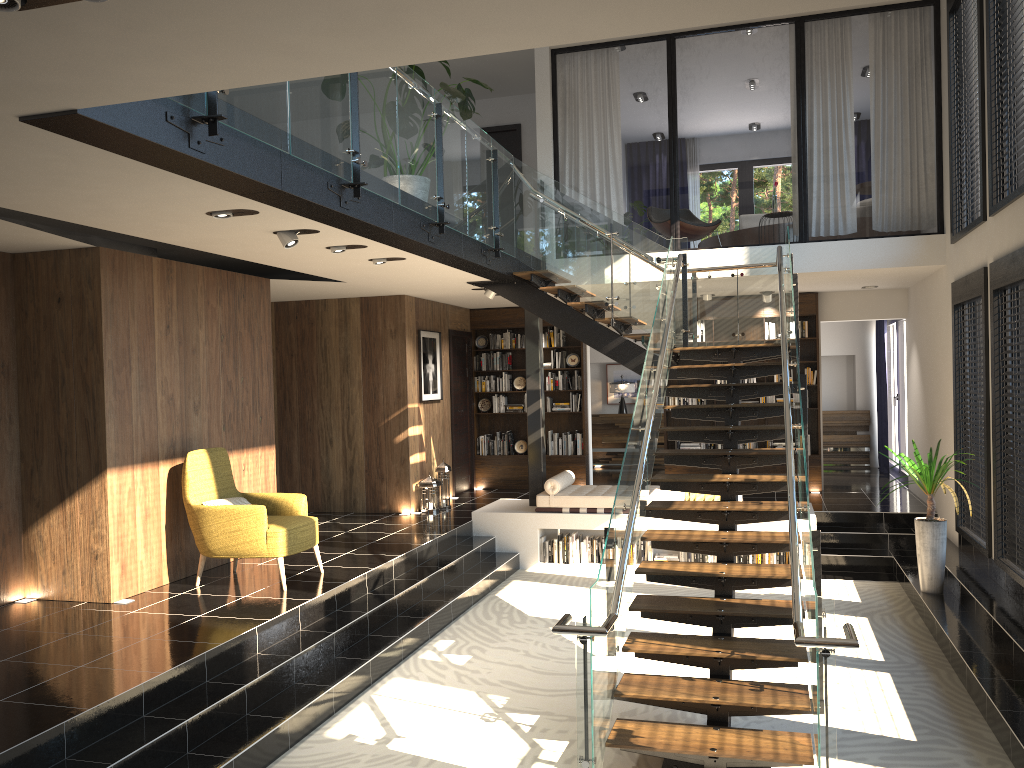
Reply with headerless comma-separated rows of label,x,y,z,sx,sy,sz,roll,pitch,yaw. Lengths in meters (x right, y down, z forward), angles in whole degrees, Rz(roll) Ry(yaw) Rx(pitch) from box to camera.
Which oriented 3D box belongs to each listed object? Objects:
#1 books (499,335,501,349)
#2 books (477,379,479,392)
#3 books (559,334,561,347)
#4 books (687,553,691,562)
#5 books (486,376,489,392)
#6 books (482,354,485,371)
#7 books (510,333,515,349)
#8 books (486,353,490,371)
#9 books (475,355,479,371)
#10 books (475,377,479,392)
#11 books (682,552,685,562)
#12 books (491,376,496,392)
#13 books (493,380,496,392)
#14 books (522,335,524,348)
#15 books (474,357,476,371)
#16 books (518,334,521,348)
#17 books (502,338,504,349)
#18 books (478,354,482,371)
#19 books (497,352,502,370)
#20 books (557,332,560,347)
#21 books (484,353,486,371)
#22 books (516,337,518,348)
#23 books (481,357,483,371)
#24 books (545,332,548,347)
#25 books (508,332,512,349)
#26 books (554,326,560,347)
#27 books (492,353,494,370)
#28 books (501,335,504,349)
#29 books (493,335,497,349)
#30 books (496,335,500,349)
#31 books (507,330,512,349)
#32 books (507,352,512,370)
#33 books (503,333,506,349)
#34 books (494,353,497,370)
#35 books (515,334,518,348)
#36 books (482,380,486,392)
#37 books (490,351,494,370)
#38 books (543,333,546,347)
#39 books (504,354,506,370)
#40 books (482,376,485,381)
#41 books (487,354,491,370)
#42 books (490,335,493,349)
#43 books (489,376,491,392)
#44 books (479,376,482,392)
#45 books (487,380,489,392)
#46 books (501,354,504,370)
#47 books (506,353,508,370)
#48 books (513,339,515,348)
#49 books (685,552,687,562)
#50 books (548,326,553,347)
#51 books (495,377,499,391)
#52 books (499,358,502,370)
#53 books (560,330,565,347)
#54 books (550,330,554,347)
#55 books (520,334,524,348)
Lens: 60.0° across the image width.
books,-0.153,-0.625,13.247,0.014,0.212,0.184,-1,1,16
books,-0.483,0.022,13.353,0.045,0.192,0.164,-1,1,16
books,0.729,-0.634,12.996,0.027,0.186,0.220,-1,1,16
books,1.956,1.838,9.765,0.043,0.316,0.209,-1,1,16
books,-0.358,-0.003,13.329,0.019,0.236,0.139,-1,1,16
books,-0.402,-0.327,13.297,0.035,0.255,0.183,-1,1,16
books,0.012,-0.641,13.192,0.020,0.235,0.206,-1,1,16
books,-0.351,-0.331,13.284,0.027,0.260,0.181,-1,1,16
books,-0.514,-0.312,13.337,0.023,0.231,0.143,-1,1,16
books,-0.518,0.006,13.369,0.030,0.224,0.165,-1,1,16
books,1.899,1.861,9.795,0.030,0.273,0.168,-1,1,16
books,-0.277,-0.006,13.270,0.026,0.237,0.164,-1,1,16
books,-0.248,0.028,13.276,0.026,0.167,0.173,-1,1,16
books,0.185,-0.629,13.117,0.023,0.202,0.201,-1,1,16
books,-0.531,-0.304,13.362,0.023,0.215,0.148,-1,1,16
books,0.129,-0.632,13.156,0.027,0.212,0.180,-1,1,16
books,-0.108,-0.598,13.223,0.035,0.156,0.186,-1,1,16
books,-0.467,-0.325,13.344,0.066,0.255,0.127,-1,1,16
books,-0.182,-0.341,13.232,0.033,0.273,0.189,-1,1,16
books,0.705,-0.649,13.030,0.037,0.218,0.144,-1,1,16
books,-0.376,-0.333,13.286,0.022,0.267,0.197,-1,1,16
books,0.098,-0.611,13.145,0.029,0.172,0.187,-1,1,16
books,-0.430,-0.301,13.307,0.025,0.204,0.192,-1,1,16
books,0.523,-0.647,13.071,0.042,0.223,0.163,-1,1,16
books,-0.010,-0.645,13.187,0.020,0.245,0.228,-1,1,16
books,0.661,-0.690,12.977,0.017,0.302,0.266,-1,1,16
books,-0.262,-0.335,13.247,0.019,0.264,0.175,-1,1,16
books,-0.130,-0.621,13.258,0.025,0.203,0.156,-1,1,16
books,-0.233,-0.628,13.256,0.026,0.222,0.202,-1,1,16
books,-0.190,-0.626,13.251,0.059,0.216,0.159,-1,1,16
books,-0.033,-0.661,13.168,0.012,0.278,0.228,-1,1,16
books,-0.032,-0.342,13.212,0.035,0.267,0.133,-1,1,16
books,-0.078,-0.636,13.195,0.039,0.230,0.205,-1,1,16
books,-0.231,-0.331,13.265,0.032,0.255,0.160,-1,1,16
books,0.078,-0.634,13.185,0.030,0.217,0.165,-1,1,16
books,-0.406,0.031,13.329,0.037,0.169,0.148,-1,1,16
books,-0.291,-0.346,13.277,0.015,0.287,0.154,-1,1,16
books,0.482,-0.640,13.066,0.034,0.211,0.205,-1,1,16
books,-0.086,-0.328,13.222,0.024,0.242,0.144,-1,1,16
books,-0.428,0.000,13.355,0.018,0.232,0.123,-1,1,16
books,-0.325,-0.322,13.256,0.039,0.243,0.179,-1,1,16
books,-0.283,-0.624,13.244,0.024,0.216,0.210,-1,1,16
books,-0.302,-0.004,13.298,0.036,0.235,0.169,-1,1,16
books,-0.460,0.000,13.315,0.022,0.235,0.194,-1,1,16
books,-0.339,0.024,13.295,0.035,0.180,0.164,-1,1,16
books,-0.122,-0.326,13.240,0.028,0.240,0.148,-1,1,16
books,-0.061,-0.339,13.219,0.025,0.263,0.147,-1,1,16
books,0.048,-0.599,13.205,0.040,0.149,0.125,-1,1,16
books,1.932,1.884,9.803,0.027,0.226,0.165,-1,1,16
books,0.565,-0.688,13.011,0.015,0.303,0.251,-1,1,16
books,-0.209,0.003,13.272,0.053,0.216,0.151,-1,1,16
books,-0.157,-0.299,13.213,0.025,0.188,0.181,-1,1,16
books,0.740,-0.672,12.969,0.013,0.262,0.217,-1,1,16
books,0.615,-0.662,13.041,0.064,0.247,0.209,-1,1,16
books,0.159,-0.633,13.139,0.039,0.212,0.172,-1,1,16
